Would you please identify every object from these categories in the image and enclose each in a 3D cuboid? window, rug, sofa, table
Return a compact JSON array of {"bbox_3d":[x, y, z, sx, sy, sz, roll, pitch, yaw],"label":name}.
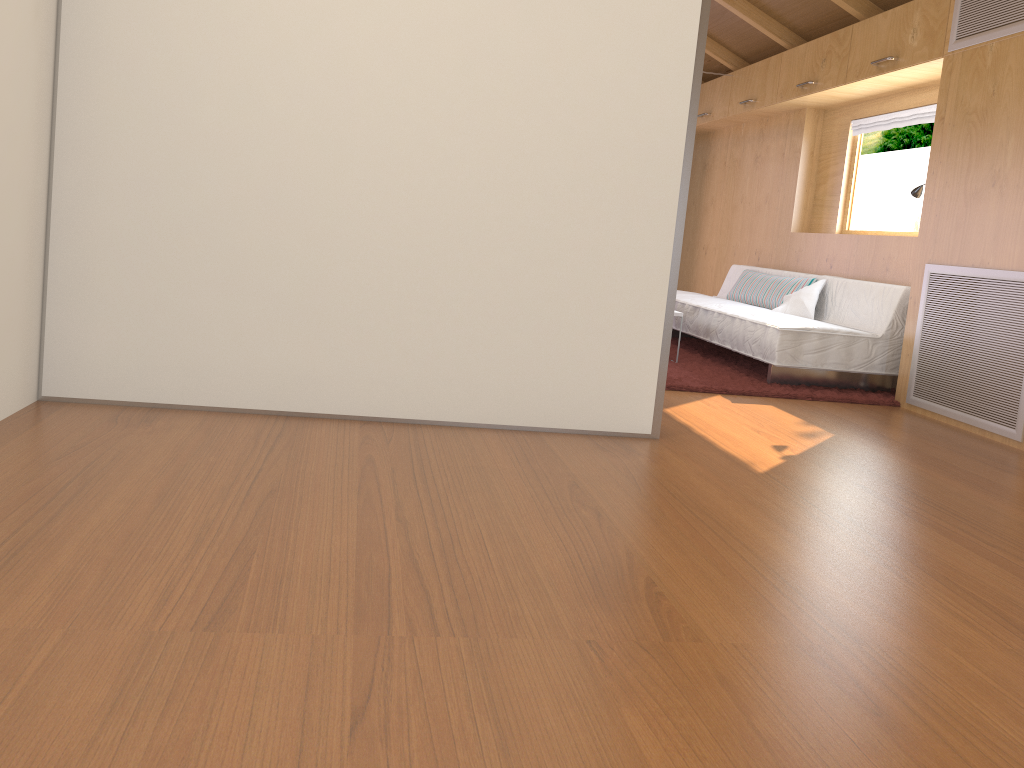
[{"bbox_3d":[2.462,-1.277,5.367,0.035,0.783,1.512,5,9,-10],"label":"window"},{"bbox_3d":[1.170,-0.159,5.728,1.883,0.020,2.506,4,10,-10],"label":"rug"},{"bbox_3d":[1.631,-0.455,5.884,0.861,0.623,2.379,4,10,-10],"label":"sofa"},{"bbox_3d":[0.811,-0.318,5.449,0.341,0.306,0.373,4,8,-10],"label":"table"}]

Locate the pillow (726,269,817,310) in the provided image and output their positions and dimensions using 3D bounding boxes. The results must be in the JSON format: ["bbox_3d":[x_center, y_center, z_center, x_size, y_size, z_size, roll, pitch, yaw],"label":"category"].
[{"bbox_3d":[1.779,-0.654,6.173,0.171,0.249,1.052,5,10,-10],"label":"pillow"}]

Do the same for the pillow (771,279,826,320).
[{"bbox_3d":[1.804,-0.546,5.548,0.348,0.250,0.267,14,11,43],"label":"pillow"}]

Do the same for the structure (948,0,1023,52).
[{"bbox_3d":[2.292,-1.739,4.006,0.013,0.298,0.912,5,9,-10],"label":"structure"}]

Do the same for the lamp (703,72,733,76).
[{"bbox_3d":[-0.103,-2.571,6.829,3.824,0.152,0.073,4,6,-10],"label":"lamp"}]

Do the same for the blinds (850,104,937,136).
[{"bbox_3d":[2.446,-1.614,5.326,0.047,0.110,1.513,5,10,-10],"label":"blinds"}]

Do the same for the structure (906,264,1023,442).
[{"bbox_3d":[2.138,-0.182,4.128,0.013,0.715,0.828,5,8,-10],"label":"structure"}]

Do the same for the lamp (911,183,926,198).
[{"bbox_3d":[2.165,-0.506,4.770,0.182,1.188,0.257,2,7,-34],"label":"lamp"}]
